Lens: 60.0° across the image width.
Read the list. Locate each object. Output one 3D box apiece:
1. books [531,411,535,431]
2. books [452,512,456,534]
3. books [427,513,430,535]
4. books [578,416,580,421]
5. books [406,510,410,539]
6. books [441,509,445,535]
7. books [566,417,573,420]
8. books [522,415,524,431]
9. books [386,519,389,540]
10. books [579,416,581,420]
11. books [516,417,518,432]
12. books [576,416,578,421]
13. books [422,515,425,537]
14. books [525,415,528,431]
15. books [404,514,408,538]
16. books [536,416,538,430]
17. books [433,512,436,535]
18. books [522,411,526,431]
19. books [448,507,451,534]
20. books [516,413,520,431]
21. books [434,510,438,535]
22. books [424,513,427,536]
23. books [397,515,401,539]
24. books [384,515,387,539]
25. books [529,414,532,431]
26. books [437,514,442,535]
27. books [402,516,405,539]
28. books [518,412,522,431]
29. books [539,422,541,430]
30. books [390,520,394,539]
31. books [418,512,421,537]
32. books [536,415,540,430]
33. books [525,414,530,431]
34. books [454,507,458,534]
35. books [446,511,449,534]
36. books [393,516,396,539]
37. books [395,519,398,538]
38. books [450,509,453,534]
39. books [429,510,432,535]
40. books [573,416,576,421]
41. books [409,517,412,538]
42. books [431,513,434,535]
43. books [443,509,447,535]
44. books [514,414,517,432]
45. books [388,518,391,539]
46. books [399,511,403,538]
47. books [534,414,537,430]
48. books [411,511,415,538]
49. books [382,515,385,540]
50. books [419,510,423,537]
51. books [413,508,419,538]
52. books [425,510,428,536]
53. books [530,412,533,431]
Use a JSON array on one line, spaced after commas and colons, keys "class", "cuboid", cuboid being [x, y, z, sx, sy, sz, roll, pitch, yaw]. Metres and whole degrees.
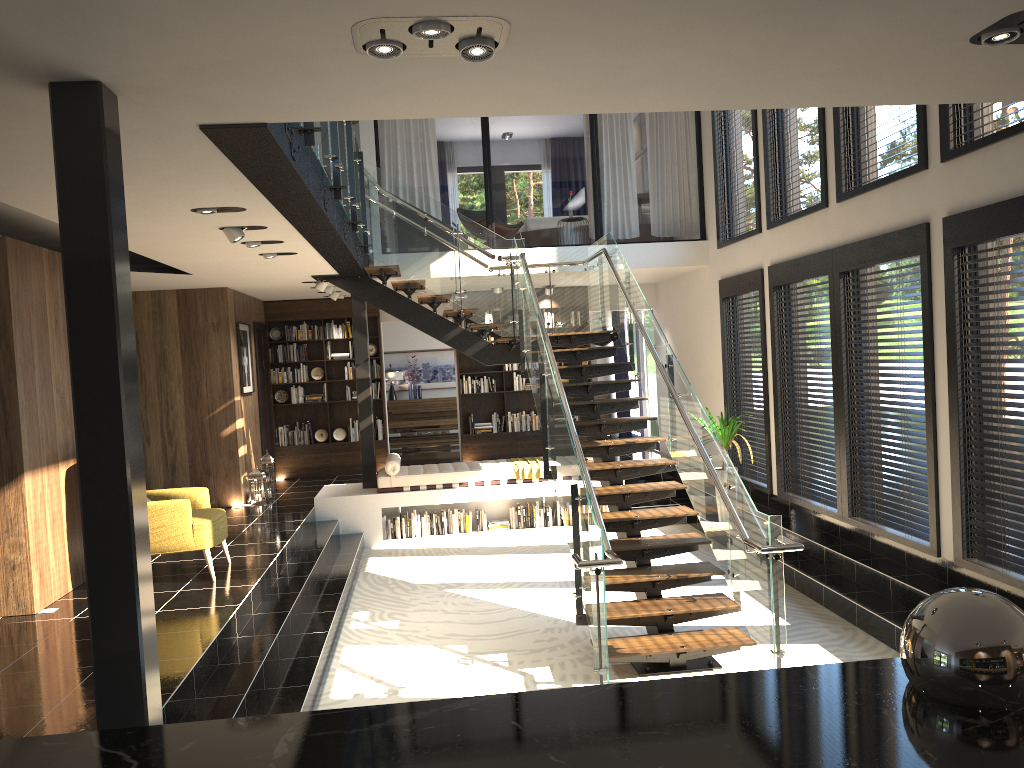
[{"class": "books", "cuboid": [0.328, 0.573, 13.807, 0.025, 0.294, 0.177, -3, 2, -6]}, {"class": "books", "cuboid": [-0.721, 1.719, 10.957, 0.027, 0.246, 0.193, -3, 2, -6]}, {"class": "books", "cuboid": [-1.031, 1.735, 10.980, 0.026, 0.247, 0.149, -3, 2, -6]}, {"class": "books", "cuboid": [1.030, 0.525, 13.873, 0.027, 0.311, 0.148, -3, 2, -6]}, {"class": "books", "cuboid": [-1.270, 1.713, 10.849, 0.030, 0.322, 0.202, -3, 2, -6]}, {"class": "books", "cuboid": [-0.853, 1.700, 10.945, 0.033, 0.300, 0.195, -3, 2, -6]}, {"class": "books", "cuboid": [0.813, 0.547, 13.855, 0.288, 0.030, 0.175, -3, 2, -1]}, {"class": "books", "cuboid": [0.162, 0.603, 13.776, 0.025, 0.255, 0.202, -3, 2, -6]}, {"class": "books", "cuboid": [-1.518, 1.774, 10.834, 0.024, 0.229, 0.171, -3, 2, -6]}, {"class": "books", "cuboid": [1.055, 0.545, 13.886, 0.023, 0.267, 0.147, -3, 2, -6]}, {"class": "books", "cuboid": [0.074, 0.628, 13.784, 0.025, 0.215, 0.170, -3, 2, -6]}, {"class": "books", "cuboid": [1.002, 0.519, 13.868, 0.030, 0.326, 0.194, -3, 2, -6]}, {"class": "books", "cuboid": [-1.089, 1.743, 10.892, 0.029, 0.240, 0.165, -3, 2, -6]}, {"class": "books", "cuboid": [0.217, 0.604, 13.788, 0.023, 0.246, 0.148, -3, 2, -6]}, {"class": "books", "cuboid": [-1.300, 1.736, 10.875, 0.028, 0.279, 0.120, -3, 2, -6]}, {"class": "books", "cuboid": [0.382, 0.607, 13.821, 0.026, 0.221, 0.145, -3, 2, -6]}, {"class": "books", "cuboid": [-0.958, 1.724, 10.954, 0.019, 0.261, 0.182, -3, 2, -6]}, {"class": "books", "cuboid": [0.187, 0.576, 13.797, 0.032, 0.306, 0.155, -3, 2, -6]}, {"class": "books", "cuboid": [-0.775, 1.690, 10.983, 0.023, 0.308, 0.126, -3, 2, -6]}, {"class": "books", "cuboid": [0.099, 0.593, 13.795, 0.031, 0.281, 0.141, -3, 2, -6]}, {"class": "books", "cuboid": [-0.934, 1.713, 10.948, 0.028, 0.283, 0.172, -3, 2, -6]}, {"class": "books", "cuboid": [-1.067, 1.726, 10.908, 0.021, 0.271, 0.148, -3, 2, -6]}, {"class": "books", "cuboid": [-1.384, 1.745, 10.843, 0.035, 0.273, 0.200, -3, 2, -6]}, {"class": "books", "cuboid": [-1.544, 1.747, 10.845, 0.024, 0.286, 0.130, -3, 2, -6]}, {"class": "books", "cuboid": [0.275, 0.599, 13.803, 0.029, 0.250, 0.142, -3, 2, -6]}, {"class": "books", "cuboid": [-0.895, 1.734, 10.966, 0.050, 0.234, 0.149, -3, 2, -6]}, {"class": "books", "cuboid": [-1.323, 1.751, 10.840, 0.027, 0.254, 0.204, -3, 2, -6]}, {"class": "books", "cuboid": [0.130, 0.583, 13.797, 0.032, 0.298, 0.169, -3, 2, -6]}, {"class": "books", "cuboid": [0.428, 0.561, 13.834, 0.022, 0.307, 0.131, -3, 2, -6]}, {"class": "books", "cuboid": [-1.467, 1.779, 10.870, 0.029, 0.211, 0.130, -3, 2, -6]}, {"class": "books", "cuboid": [-1.137, 1.725, 10.880, 0.025, 0.283, 0.149, -3, 2, -6]}, {"class": "books", "cuboid": [0.408, 0.602, 13.823, 0.026, 0.227, 0.129, -3, 2, -6]}, {"class": "books", "cuboid": [0.244, 0.598, 13.798, 0.034, 0.255, 0.194, -3, 2, -6]}, {"class": "books", "cuboid": [-0.698, 1.688, 10.976, 0.026, 0.305, 0.187, -3, 2, -6]}, {"class": "books", "cuboid": [-0.800, 1.710, 10.982, 0.029, 0.271, 0.128, -3, 2, -6]}, {"class": "books", "cuboid": [-1.439, 1.755, 10.875, 0.030, 0.256, 0.145, -3, 2, -6]}, {"class": "books", "cuboid": [-1.412, 1.769, 10.872, 0.020, 0.225, 0.156, -3, 2, -6]}, {"class": "books", "cuboid": [-0.750, 1.700, 10.977, 0.025, 0.287, 0.169, -3, 2, -6]}, {"class": "books", "cuboid": [-1.007, 1.715, 10.981, 0.025, 0.285, 0.137, -3, 2, -6]}, {"class": "books", "cuboid": [0.977, 0.560, 13.865, 0.026, 0.247, 0.149, -3, 2, -6]}, {"class": "books", "cuboid": [-1.241, 1.754, 10.876, 0.029, 0.237, 0.146, -3, 2, -6]}, {"class": "books", "cuboid": [-0.981, 1.726, 10.969, 0.023, 0.260, 0.133, -3, 2, -6]}, {"class": "books", "cuboid": [-0.825, 1.701, 10.961, 0.025, 0.293, 0.205, -3, 2, -6]}, {"class": "books", "cuboid": [0.046, 0.599, 13.768, 0.030, 0.276, 0.160, -3, 2, -6]}, {"class": "books", "cuboid": [-1.493, 1.767, 10.839, 0.027, 0.241, 0.149, -3, 2, -6]}, {"class": "books", "cuboid": [-1.356, 1.722, 10.872, 0.029, 0.314, 0.163, -3, 2, -6]}, {"class": "books", "cuboid": [0.357, 0.594, 13.798, 0.028, 0.250, 0.161, -3, 2, -6]}, {"class": "books", "cuboid": [-1.212, 1.717, 10.852, 0.028, 0.310, 0.211, -3, 2, -6]}, {"class": "books", "cuboid": [-1.570, 1.755, 10.858, 0.025, 0.270, 0.156, -3, 2, -6]}, {"class": "books", "cuboid": [-1.116, 1.708, 10.891, 0.021, 0.313, 0.139, -3, 2, -6]}, {"class": "books", "cuboid": [-1.177, 1.700, 10.875, 0.051, 0.338, 0.187, -3, 2, -6]}, {"class": "books", "cuboid": [-1.049, 1.712, 10.932, 0.020, 0.296, 0.102, -3, 2, -6]}, {"class": "books", "cuboid": [0.303, 0.582, 13.799, 0.028, 0.280, 0.154, -3, 2, -6]}]
